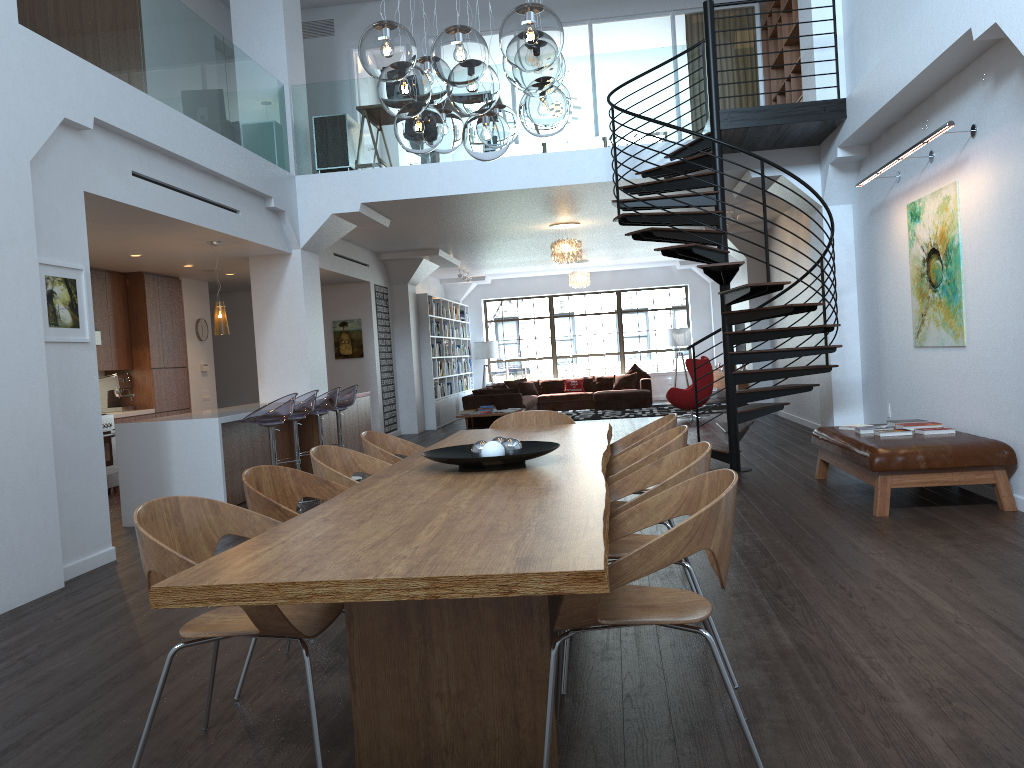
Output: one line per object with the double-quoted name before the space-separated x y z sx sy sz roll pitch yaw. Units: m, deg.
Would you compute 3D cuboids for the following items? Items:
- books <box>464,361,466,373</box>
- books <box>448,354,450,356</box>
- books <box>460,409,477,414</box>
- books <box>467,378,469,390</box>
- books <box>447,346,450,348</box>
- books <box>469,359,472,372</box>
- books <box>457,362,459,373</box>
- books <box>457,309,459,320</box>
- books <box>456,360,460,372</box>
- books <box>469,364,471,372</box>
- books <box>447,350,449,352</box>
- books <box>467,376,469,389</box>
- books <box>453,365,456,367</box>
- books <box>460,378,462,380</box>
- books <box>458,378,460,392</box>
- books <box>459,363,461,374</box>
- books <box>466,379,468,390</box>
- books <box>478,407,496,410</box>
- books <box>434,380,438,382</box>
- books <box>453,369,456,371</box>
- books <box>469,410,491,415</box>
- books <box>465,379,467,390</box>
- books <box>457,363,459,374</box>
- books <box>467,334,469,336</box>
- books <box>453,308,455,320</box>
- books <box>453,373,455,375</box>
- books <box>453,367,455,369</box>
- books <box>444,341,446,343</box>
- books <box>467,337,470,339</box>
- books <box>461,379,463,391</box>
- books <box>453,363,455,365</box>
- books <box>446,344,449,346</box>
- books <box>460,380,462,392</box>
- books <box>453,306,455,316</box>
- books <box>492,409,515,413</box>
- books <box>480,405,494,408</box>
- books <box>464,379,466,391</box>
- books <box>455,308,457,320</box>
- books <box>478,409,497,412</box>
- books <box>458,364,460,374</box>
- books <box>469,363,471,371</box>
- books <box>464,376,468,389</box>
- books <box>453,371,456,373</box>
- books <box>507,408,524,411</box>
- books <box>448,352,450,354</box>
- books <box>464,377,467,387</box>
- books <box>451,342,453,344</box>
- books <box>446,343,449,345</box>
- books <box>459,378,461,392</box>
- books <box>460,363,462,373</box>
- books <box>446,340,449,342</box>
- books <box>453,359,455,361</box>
"books" -1.097 -0.367 19.379 0.183 0.253 0.042 -4 2 7
"books" -1.330 -0.560 17.527 0.171 0.039 0.246 -4 2 7
"books" -0.751 0.481 15.430 0.241 0.045 0.334 -4 2 8
"books" -1.054 0.007 19.575 0.171 0.246 0.057 -4 2 7
"books" -1.346 -0.725 17.526 0.183 0.042 0.253 -4 2 7
"books" -1.013 -0.412 20.079 0.176 0.290 0.053 -4 2 7
"books" -1.208 -0.329 18.379 0.182 0.255 0.077 -4 2 7
"books" -1.225 -1.467 18.836 0.183 0.253 0.034 -4 2 7
"books" -1.198 -0.351 18.529 0.197 0.290 0.136 -4 2 7
"books" -1.023 -0.367 19.929 0.161 0.213 0.118 -4 2 7
"books" -1.363 -0.637 17.521 0.180 0.042 0.259 -4 2 7
"books" -1.049 -0.018 19.656 0.176 0.290 0.053 -4 2 7
"books" -1.282 -0.362 17.987 0.253 0.040 0.183 -4 2 7
"books" -1.143 0.016 18.770 0.176 0.290 0.036 -4 2 6
"books" -1.191 0.034 18.390 0.198 0.284 0.066 -4 2 6
"books" -1.170 -0.334 18.678 0.174 0.242 0.105 -4 2 7
"books" -1.074 0.013 19.389 0.189 0.247 0.057 -4 2 7
"books" -0.436 0.427 15.456 0.279 0.035 0.191 -3 2 17
"books" -1.466 -0.040 15.913 0.223 0.027 0.161 -3 2 16
"books" -1.284 -0.279 18.012 0.259 0.040 0.180 -4 2 7
"books" -0.544 0.484 15.061 0.236 0.035 0.340 -3 2 32
"books" -1.083 0.014 19.269 0.183 0.253 0.037 -4 2 7
"books" -1.206 -0.322 18.339 0.174 0.243 0.085 -4 2 7
"books" -1.111 -1.093 19.877 0.254 0.032 0.174 -2 2 42
"books" -1.281 -1.445 18.379 0.171 0.246 0.057 -4 2 7
"books" -1.275 -0.202 17.987 0.246 0.038 0.171 -4 2 7
"books" -1.274 -0.322 17.995 0.231 0.044 0.168 -4 2 2
"books" -1.382 -0.801 17.134 0.174 0.045 0.240 -4 2 6
"books" -1.108 -1.026 19.885 0.284 0.035 0.197 -2 2 37
"books" -1.136 0.035 18.735 0.183 0.253 0.034 -4 2 6
"books" -1.277 -0.397 17.991 0.223 0.032 0.161 -4 2 7
"books" -1.354 -0.760 17.532 0.161 0.033 0.223 -4 2 7
"books" -1.156 0.042 18.575 0.183 0.253 0.034 -4 2 6
"books" -1.276 -1.470 18.461 0.176 0.290 0.053 -4 2 7
"books" -0.147 0.458 15.006 0.231 0.040 0.342 -5 2 -43
"books" -0.434 0.396 15.452 0.224 0.027 0.157 -3 2 12
"books" -1.099 0.020 19.124 0.183 0.253 0.037 -4 2 7
"books" -1.254 -1.453 18.586 0.171 0.246 0.057 -4 2 7
"books" -0.429 0.463 15.453 0.312 0.037 0.216 -4 2 -3
"books" -1.192 -0.329 18.424 0.182 0.253 0.098 -4 2 7
"books" -1.023 -0.367 19.980 0.161 0.213 0.146 -4 2 7
"books" -1.052 -0.015 19.436 0.140 0.298 0.044 -4 2 7
"books" -1.280 -0.240 17.989 0.251 0.037 0.160 -3 2 12
"books" 0.045 0.436 15.330 0.256 0.035 0.350 -3 2 32
"books" -1.336 -0.599 17.524 0.160 0.039 0.251 -3 2 12
"books" -1.094 -0.002 19.329 0.198 0.284 0.066 -4 2 7
"books" -1.307 -0.818 17.868 0.223 0.031 0.161 -4 2 7
"books" -1.368 -0.789 17.556 0.223 0.027 0.161 -4 2 -4
"books" -1.171 0.026 18.499 0.176 0.290 0.053 -4 2 6
"books" -1.152 -0.328 18.804 0.161 0.222 0.084 -4 2 7
"books" -1.345 -0.850 17.539 0.129 0.043 0.185 -3 2 21
"books" -1.273 -0.482 17.974 0.185 0.041 0.129 -3 2 21
